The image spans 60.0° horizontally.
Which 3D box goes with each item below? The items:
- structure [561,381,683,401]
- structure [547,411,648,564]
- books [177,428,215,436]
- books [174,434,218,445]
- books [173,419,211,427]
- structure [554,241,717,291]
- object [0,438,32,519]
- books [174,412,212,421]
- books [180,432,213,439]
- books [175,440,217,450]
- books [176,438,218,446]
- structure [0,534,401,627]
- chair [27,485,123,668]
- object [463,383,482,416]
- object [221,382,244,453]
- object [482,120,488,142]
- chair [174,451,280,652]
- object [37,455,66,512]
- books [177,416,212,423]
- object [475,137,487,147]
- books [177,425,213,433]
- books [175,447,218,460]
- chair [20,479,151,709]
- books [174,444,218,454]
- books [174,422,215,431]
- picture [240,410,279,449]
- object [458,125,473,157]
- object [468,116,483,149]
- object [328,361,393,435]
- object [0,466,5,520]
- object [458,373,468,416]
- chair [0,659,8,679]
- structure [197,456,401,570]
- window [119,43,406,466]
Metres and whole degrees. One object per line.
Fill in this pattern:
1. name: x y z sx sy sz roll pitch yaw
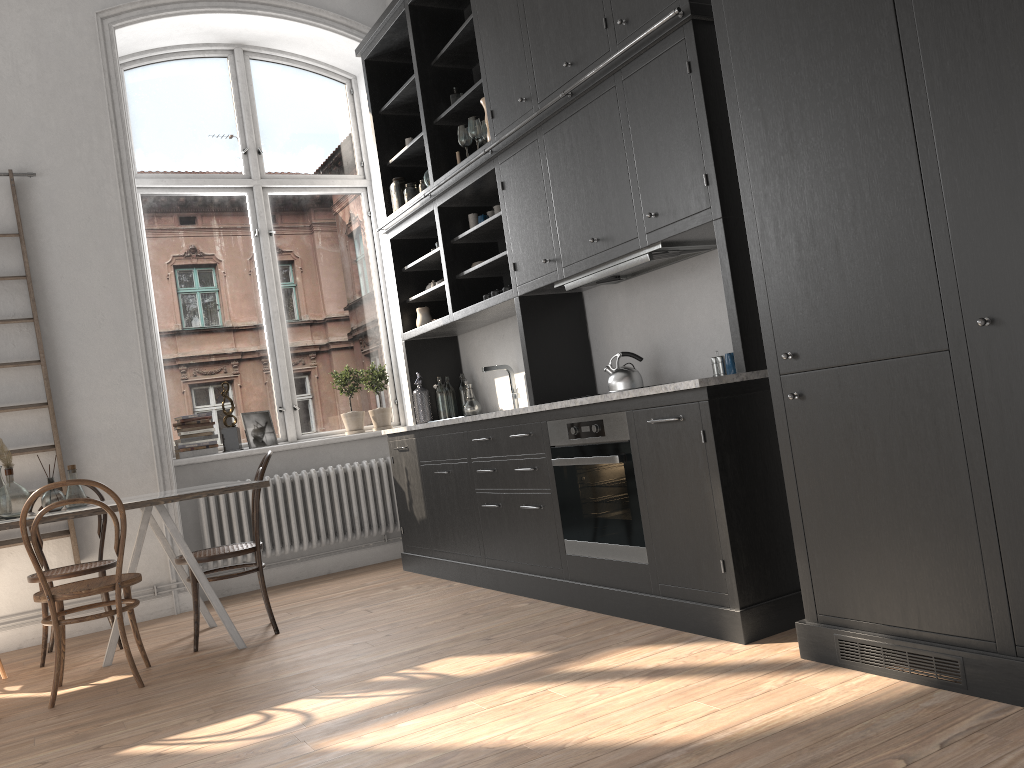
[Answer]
1. structure: 0.542 0.029 4.009 0.427 0.011 0.592 -7 -2 -29
2. structure: 0.594 0.421 3.993 0.618 0.623 0.622 -7 -2 -29
3. books: -2.143 0.327 6.020 0.222 0.024 0.158 -7 -2 -29
4. books: -2.143 0.375 6.014 0.245 0.028 0.194 -7 -3 -34
5. books: -2.165 0.265 6.010 0.231 0.023 0.162 -8 -2 -14
6. structure: 0.568 -0.561 4.094 0.379 0.123 0.844 -7 -2 -29
7. object: -2.355 0.406 4.150 0.156 0.446 0.157 -8 -2 -11
8. books: -2.169 0.223 6.023 0.200 0.024 0.159 -7 -3 -39
9. books: -2.140 0.350 6.013 0.205 0.022 0.155 -8 -2 -15
10. books: -2.137 0.414 5.994 0.249 0.023 0.175 -7 -2 -29
11. books: -2.138 0.396 6.013 0.255 0.014 0.193 -7 -2 -26
12. structure: -3.224 -0.672 5.264 5.179 4.473 0.340 -7 -2 -29
13. chair: -2.374 0.983 4.801 0.437 0.920 0.549 -8 -2 -22
14. object: -0.272 0.106 5.896 0.132 0.219 0.120 -7 -2 -29
15. object: -1.959 0.225 6.132 0.122 0.488 0.102 -8 -2 -5
16. object: -0.126 -1.390 5.053 0.083 0.221 0.083 -7 -2 -30
17. chair: -1.461 0.841 4.593 0.549 0.920 0.438 -8 -2 -17
18. object: -2.234 0.476 4.299 0.106 0.283 0.107 -7 -2 -34
19. books: -2.156 0.242 6.017 0.205 0.020 0.155 -7 -2 -29
20. object: -0.166 -1.381 5.125 0.083 0.221 0.083 -7 -2 -37
21. books: -2.147 0.305 6.014 0.205 0.022 0.155 -7 -3 -34
22. books: -2.131 0.470 5.993 0.248 0.043 0.193 -7 -2 -29
23. chair: -1.864 0.874 3.883 0.437 0.920 0.549 -8 -2 -18
24. books: -2.134 0.437 5.993 0.249 0.023 0.175 -7 -3 -34
25. books: -2.155 0.285 6.013 0.243 0.019 0.175 -7 -2 -29
26. picture: -1.799 0.327 6.257 0.149 0.264 0.221 -10 -2 44
27. object: -0.263 -1.369 5.089 0.083 0.221 0.083 -8 -2 2
28. object: -0.198 -1.382 4.976 0.083 0.221 0.083 -9 -2 17
29. object: -1.111 0.101 6.615 0.500 0.524 0.234 -7 -2 -40
30. object: -2.468 0.523 4.260 0.100 0.255 0.098 -10 -2 38
31. object: -0.320 0.078 6.017 0.086 0.301 0.086 -9 -2 16
32. chair: -2.832 1.037 4.452 0.437 0.920 0.549 -7 -2 -31
33. structure: -1.409 0.870 6.178 1.576 0.552 0.194 -7 -2 -29
34. window: 1.561 -5.684 12.340 14.378 15.931 26.417 -7 -2 -29
